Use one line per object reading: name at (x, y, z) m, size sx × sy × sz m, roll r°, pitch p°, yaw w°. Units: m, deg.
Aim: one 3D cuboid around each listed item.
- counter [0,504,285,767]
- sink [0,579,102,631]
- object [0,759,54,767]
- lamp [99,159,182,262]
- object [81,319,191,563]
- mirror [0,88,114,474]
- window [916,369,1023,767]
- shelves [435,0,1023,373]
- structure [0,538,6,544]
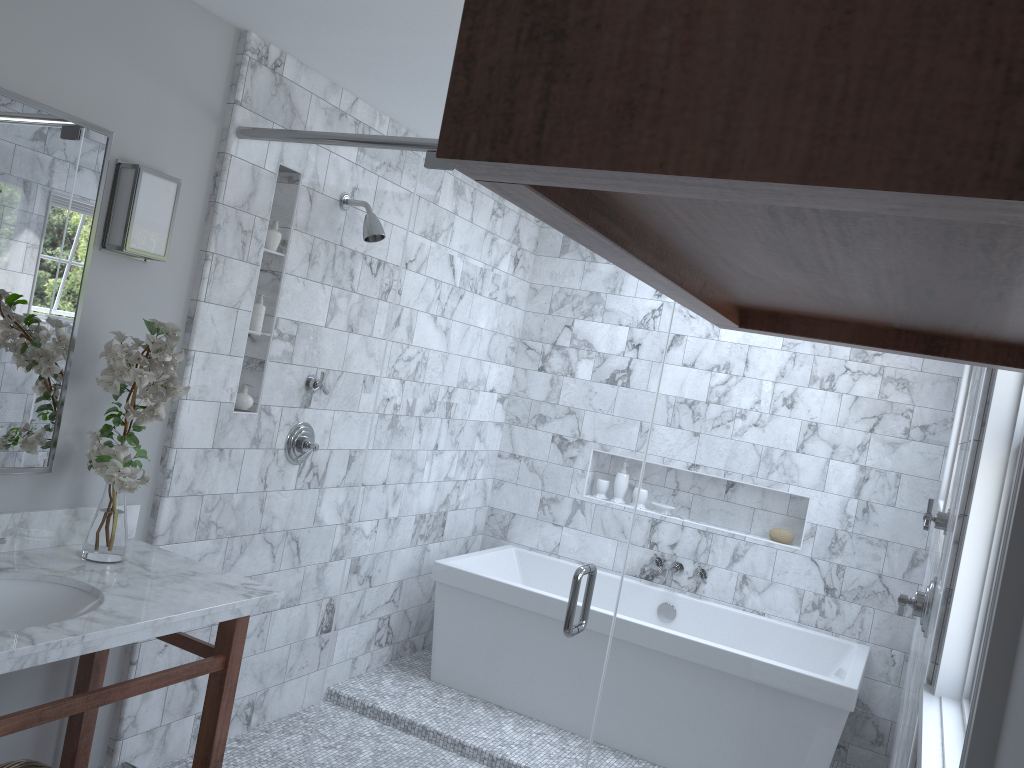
counter at (-1.360, 0.861, 1.954) m, size 0.638 × 0.983 × 1.657 m, roll 11°, pitch 1°, yaw 25°
sink at (-1.259, 0.646, 2.059) m, size 0.517 × 0.270 × 0.494 m, roll 11°, pitch 1°, yaw -15°
object at (-1.309, 1.105, 2.174) m, size 0.262 × 0.198 × 0.417 m, roll 11°, pitch 1°, yaw 26°
lamp at (-1.085, -0.502, 2.610) m, size 0.091 × 0.266 × 0.175 m, roll 11°, pitch 1°, yaw 25°
object at (-1.059, 0.164, 2.466) m, size 0.225 × 0.706 × 0.374 m, roll 10°, pitch 1°, yaw -34°
mirror at (-1.369, -0.255, 2.195) m, size 0.030 × 0.977 × 0.694 m, roll 11°, pitch 1°, yaw 25°
window at (0.822, 0.095, 1.396) m, size 0.149 × 1.248 × 1.040 m, roll 11°, pitch 1°, yaw 25°
shelves at (0.310, -0.334, 0.641) m, size 0.357 × 0.566 × 0.647 m, roll 11°, pitch 1°, yaw 25°
structure at (-1.423, 0.423, 2.169) m, size 0.256 × 0.069 × 0.295 m, roll 11°, pitch 1°, yaw -15°
